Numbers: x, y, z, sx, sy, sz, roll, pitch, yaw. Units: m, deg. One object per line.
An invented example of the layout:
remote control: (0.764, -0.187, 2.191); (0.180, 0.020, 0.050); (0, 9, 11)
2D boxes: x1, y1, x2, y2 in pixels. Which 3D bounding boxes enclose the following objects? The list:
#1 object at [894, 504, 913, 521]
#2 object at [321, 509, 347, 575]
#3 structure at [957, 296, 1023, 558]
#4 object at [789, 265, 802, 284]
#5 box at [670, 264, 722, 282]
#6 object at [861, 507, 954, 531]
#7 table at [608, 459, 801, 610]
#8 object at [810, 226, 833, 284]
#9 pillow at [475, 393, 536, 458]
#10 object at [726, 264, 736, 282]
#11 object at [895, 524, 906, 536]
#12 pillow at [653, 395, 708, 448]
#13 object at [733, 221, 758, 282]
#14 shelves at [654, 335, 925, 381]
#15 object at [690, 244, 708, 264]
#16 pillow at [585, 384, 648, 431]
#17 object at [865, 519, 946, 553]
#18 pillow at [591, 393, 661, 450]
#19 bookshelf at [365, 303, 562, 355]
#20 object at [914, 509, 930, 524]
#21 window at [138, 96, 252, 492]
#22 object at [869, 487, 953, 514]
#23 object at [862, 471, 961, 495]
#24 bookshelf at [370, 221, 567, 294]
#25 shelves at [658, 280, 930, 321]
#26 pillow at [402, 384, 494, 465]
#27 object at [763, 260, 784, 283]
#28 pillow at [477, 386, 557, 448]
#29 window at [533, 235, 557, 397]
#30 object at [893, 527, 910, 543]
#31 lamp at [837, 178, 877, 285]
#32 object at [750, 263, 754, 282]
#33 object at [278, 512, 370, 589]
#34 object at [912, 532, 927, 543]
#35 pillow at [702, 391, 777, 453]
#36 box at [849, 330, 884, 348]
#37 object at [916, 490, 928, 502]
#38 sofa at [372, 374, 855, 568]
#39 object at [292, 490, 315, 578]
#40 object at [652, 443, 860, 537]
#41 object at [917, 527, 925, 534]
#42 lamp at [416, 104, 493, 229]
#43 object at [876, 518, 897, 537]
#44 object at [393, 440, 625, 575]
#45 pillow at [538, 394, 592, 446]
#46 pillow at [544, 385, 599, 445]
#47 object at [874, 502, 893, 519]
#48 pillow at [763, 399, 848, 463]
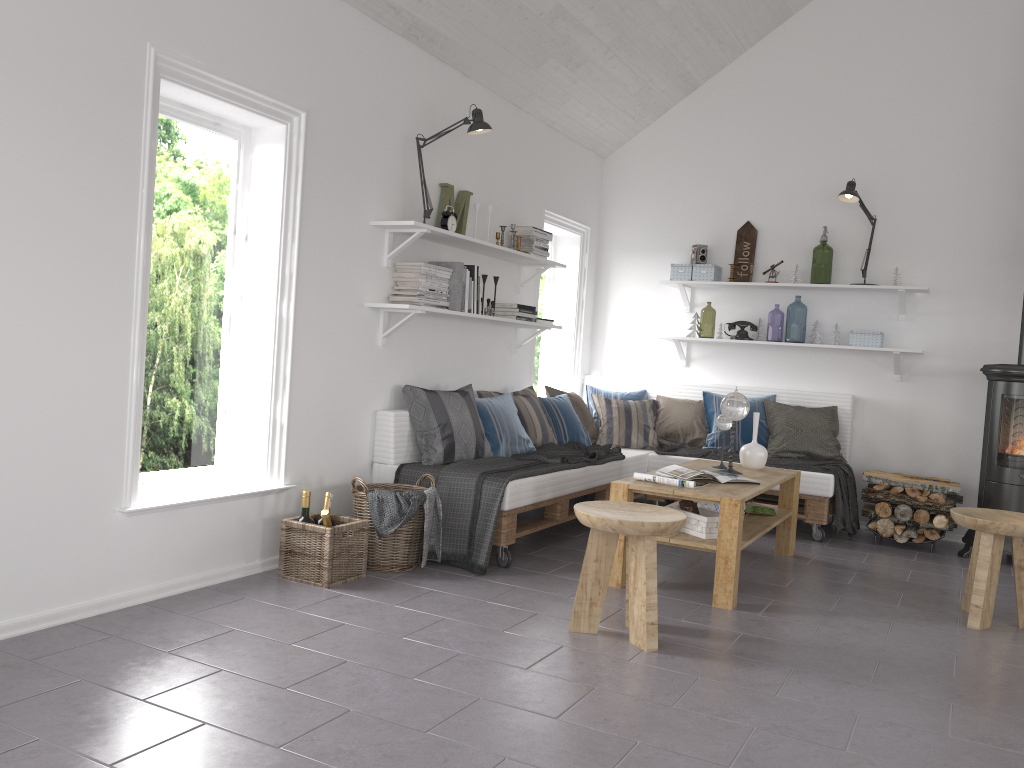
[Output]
object: (2.530, 0.799, 5.713); (0.110, 0.109, 0.463); (5, 2, 26)
object: (-0.787, 0.694, 3.886); (0.095, 0.332, 0.284); (4, 2, 7)
structure: (3.219, -1.363, 5.348); (0.643, 4.887, 0.626); (4, 2, 4)
object: (1.993, -0.769, 6.218); (0.075, 0.147, 0.075); (4, 2, -5)
box: (1.378, -0.817, 6.623); (0.332, 0.131, 0.242); (5, 2, 28)
object: (2.519, 0.864, 5.659); (0.539, 0.070, 0.101); (5, 2, 29)
table: (1.048, 0.720, 4.624); (0.607, 0.485, 1.457); (5, 2, 28)
object: (2.159, -0.890, 6.161); (0.136, 0.415, 0.136); (3, 2, -29)
pillow: (-0.099, 0.258, 5.211); (0.525, 0.401, 0.331); (2, 3, -43)
object: (1.601, -0.807, 6.450); (0.085, 0.152, 0.085); (2, 3, -39)
object: (2.515, 0.910, 5.708); (0.057, 0.050, 0.561); (5, 2, 28)
pillow: (1.236, 0.293, 6.394); (0.521, 0.381, 0.366); (5, 2, 24)
object: (1.713, -0.964, 6.526); (0.154, 0.480, 0.053); (5, 2, 33)
shelves: (1.915, -0.185, 6.293); (1.820, 0.212, 0.269); (5, 2, 28)
object: (1.405, -0.959, 6.614); (0.121, 0.157, 0.117); (3, 2, -13)
pillow: (0.803, 0.236, 6.700); (0.534, 0.437, 0.287); (4, 2, 0)
object: (2.546, 0.968, 5.728); (0.456, 0.118, 0.478); (5, 2, 28)
pillow: (0.830, 0.287, 6.408); (0.516, 0.392, 0.358); (4, 2, -3)
bookshelf: (-0.209, -0.295, 5.231); (0.269, 0.212, 1.820); (5, 2, 28)
object: (2.620, 0.817, 5.665); (0.102, 0.102, 0.561); (5, 2, 27)
window: (-1.389, -0.361, 3.759); (0.117, 1.655, 0.685); (5, 2, 28)
object: (2.480, 0.728, 5.524); (0.480, 0.104, 0.126); (5, 2, 29)
object: (2.492, 0.619, 5.550); (0.571, 0.079, 0.115); (5, 2, 28)
bookshelf: (-0.181, -0.704, 5.216); (0.269, 0.212, 1.820); (5, 2, 28)
shelves: (1.943, -0.594, 6.279); (1.820, 0.212, 0.269); (5, 2, 28)
pillow: (-0.346, 0.223, 4.832); (0.301, 0.444, 0.534); (6, 3, 44)
object: (1.862, -0.794, 6.343); (0.092, 0.172, 0.177); (4, 2, -4)
pillow: (0.053, 0.235, 5.561); (0.316, 0.438, 0.546); (6, 3, 40)
window: (0.120, -0.360, 6.699); (0.052, 1.655, 0.685); (5, 2, 28)
object: (2.534, 0.951, 5.711); (0.095, 0.063, 0.562); (5, 2, 28)
lamp: (2.339, -1.011, 5.959); (0.439, 0.703, 0.196); (2, 3, -42)
object: (1.728, -0.794, 6.403); (0.052, 0.148, 0.052); (4, 2, -11)
object: (-0.832, 0.735, 3.931); (0.276, 0.270, 0.276); (5, 2, 28)
object: (2.631, 0.953, 5.680); (0.096, 0.067, 0.467); (5, 2, 28)
pillow: (1.595, 0.272, 6.193); (0.526, 0.428, 0.311); (4, 2, 6)
box: (2.416, -0.302, 6.043); (0.202, 0.110, 0.137); (5, 2, 28)
object: (2.610, 0.693, 5.621); (0.059, 0.048, 0.529); (5, 2, 28)
sofa: (0.820, 0.461, 5.415); (2.017, 0.932, 2.855); (5, 2, 28)
object: (-0.914, 0.657, 3.901); (0.095, 0.377, 0.095); (3, 2, -26)
object: (1.604, 0.694, 6.029); (1.449, 0.508, 0.716); (5, 2, 17)
object: (2.618, 0.907, 5.652); (0.046, 0.033, 0.425); (5, 2, 28)
lamp: (-0.333, -1.152, 4.720); (0.439, 0.703, 0.196); (3, 2, -27)
object: (2.469, 0.911, 5.772); (0.118, 0.142, 0.520); (5, 2, 31)
object: (0.063, 0.611, 5.080); (0.685, 0.533, 1.892); (5, 2, 27)
pillow: (0.309, 0.273, 5.925); (0.341, 0.408, 0.523); (6, 3, 43)
pillow: (0.442, 0.238, 6.322); (0.334, 0.438, 0.545); (5, 2, 33)
object: (2.440, 0.791, 5.787); (0.103, 0.107, 0.516); (5, 2, 26)
pillow: (1.978, 0.328, 6.010); (0.519, 0.395, 0.334); (4, 2, 5)
